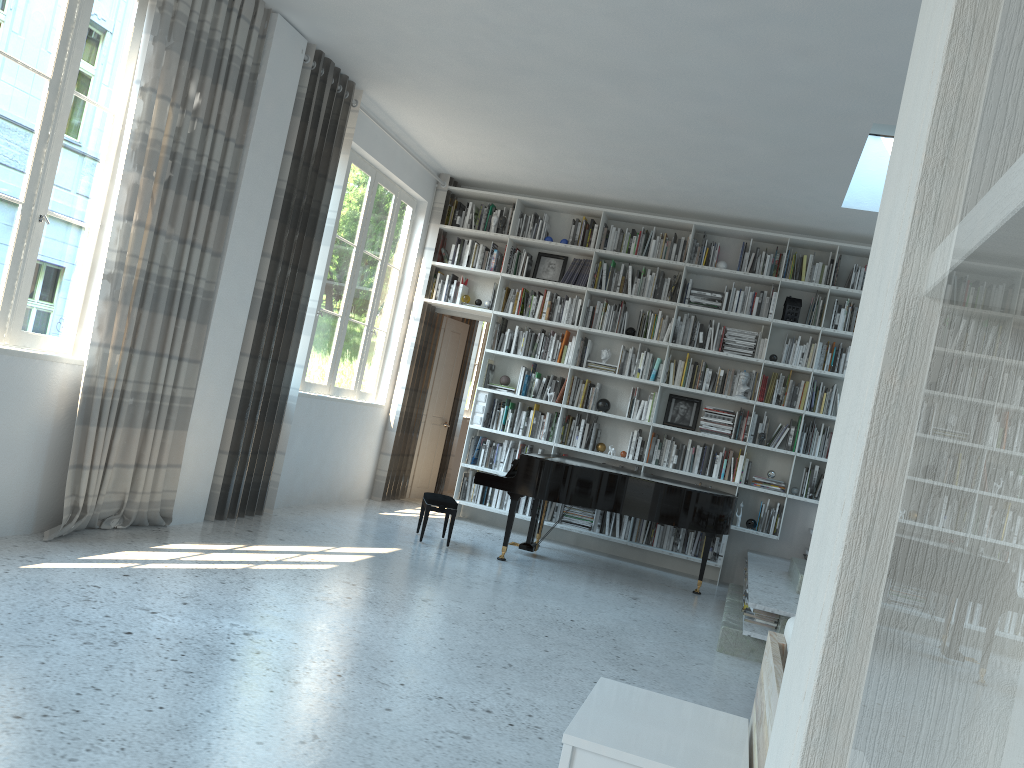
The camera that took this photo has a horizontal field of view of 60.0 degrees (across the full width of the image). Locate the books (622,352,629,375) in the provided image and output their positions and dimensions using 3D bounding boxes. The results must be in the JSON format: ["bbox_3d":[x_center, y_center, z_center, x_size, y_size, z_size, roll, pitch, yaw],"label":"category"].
[{"bbox_3d":[1.068,-0.175,8.275,0.024,0.227,0.137,12,-1,15],"label":"books"}]

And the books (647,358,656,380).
[{"bbox_3d":[1.291,-0.125,8.210,0.026,0.219,0.150,12,-1,15],"label":"books"}]

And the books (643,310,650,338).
[{"bbox_3d":[1.257,-0.538,8.235,0.005,0.275,0.157,12,-1,15],"label":"books"}]

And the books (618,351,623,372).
[{"bbox_3d":[1.021,-0.187,8.278,0.010,0.232,0.154,12,-1,15],"label":"books"}]

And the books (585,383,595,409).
[{"bbox_3d":[0.734,0.122,8.342,0.028,0.247,0.142,12,-1,15],"label":"books"}]

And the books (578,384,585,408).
[{"bbox_3d":[0.664,0.117,8.344,0.025,0.228,0.153,12,-1,15],"label":"books"}]

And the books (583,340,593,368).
[{"bbox_3d":[0.716,-0.273,8.362,0.021,0.278,0.136,12,-1,15],"label":"books"}]

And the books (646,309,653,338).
[{"bbox_3d":[1.278,-0.540,8.241,0.033,0.287,0.155,12,-1,15],"label":"books"}]

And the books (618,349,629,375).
[{"bbox_3d":[1.037,-0.192,8.255,0.030,0.247,0.174,12,-1,15],"label":"books"}]

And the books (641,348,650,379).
[{"bbox_3d":[1.234,-0.179,8.206,0.011,0.300,0.178,12,-1,15],"label":"books"}]

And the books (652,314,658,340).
[{"bbox_3d":[1.331,-0.512,8.208,0.006,0.253,0.180,12,-1,15],"label":"books"}]

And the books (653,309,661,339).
[{"bbox_3d":[1.342,-0.535,8.209,0.006,0.303,0.165,12,-1,15],"label":"books"}]

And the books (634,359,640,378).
[{"bbox_3d":[1.173,-0.134,8.240,0.025,0.189,0.140,12,-1,15],"label":"books"}]

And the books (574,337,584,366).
[{"bbox_3d":[0.638,-0.292,8.389,0.012,0.285,0.159,12,-1,15],"label":"books"}]

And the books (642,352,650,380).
[{"bbox_3d":[1.246,-0.156,8.202,0.023,0.260,0.170,12,-1,15],"label":"books"}]

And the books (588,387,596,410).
[{"bbox_3d":[0.761,0.142,8.309,0.028,0.216,0.175,12,-1,15],"label":"books"}]

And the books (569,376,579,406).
[{"bbox_3d":[0.588,0.073,8.366,0.025,0.284,0.145,12,-1,15],"label":"books"}]

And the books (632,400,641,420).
[{"bbox_3d":[1.157,0.241,8.216,0.030,0.183,0.154,12,-1,15],"label":"books"}]

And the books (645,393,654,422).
[{"bbox_3d":[1.276,0.220,8.171,0.027,0.269,0.178,12,-1,15],"label":"books"}]

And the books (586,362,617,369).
[{"bbox_3d":[0.853,-0.172,8.319,0.285,0.012,0.159,11,-2,17],"label":"books"}]

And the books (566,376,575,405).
[{"bbox_3d":[0.562,0.067,8.383,0.012,0.285,0.159,12,-1,15],"label":"books"}]

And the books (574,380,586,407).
[{"bbox_3d":[0.638,0.093,8.349,0.036,0.263,0.166,12,-1,15],"label":"books"}]

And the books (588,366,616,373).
[{"bbox_3d":[0.844,-0.136,8.314,0.254,0.012,0.161,12,-2,11],"label":"books"}]

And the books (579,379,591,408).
[{"bbox_3d":[0.688,0.098,8.318,0.026,0.274,0.190,12,-1,15],"label":"books"}]

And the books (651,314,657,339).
[{"bbox_3d":[1.317,-0.515,8.218,0.017,0.253,0.139,12,-1,15],"label":"books"}]

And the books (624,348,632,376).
[{"bbox_3d":[1.090,-0.191,8.255,0.022,0.267,0.151,12,-1,15],"label":"books"}]

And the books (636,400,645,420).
[{"bbox_3d":[1.194,0.245,8.190,0.057,0.188,0.156,12,-1,15],"label":"books"}]

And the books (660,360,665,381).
[{"bbox_3d":[1.397,-0.103,8.177,0.026,0.217,0.126,12,-1,15],"label":"books"}]

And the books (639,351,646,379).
[{"bbox_3d":[1.217,-0.165,8.201,0.012,0.265,0.193,12,-1,15],"label":"books"}]

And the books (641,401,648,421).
[{"bbox_3d":[1.233,0.253,8.184,0.024,0.188,0.172,12,-1,15],"label":"books"}]

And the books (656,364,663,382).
[{"bbox_3d":[1.368,-0.090,8.181,0.027,0.181,0.142,12,-1,15],"label":"books"}]

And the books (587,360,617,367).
[{"bbox_3d":[0.854,-0.184,8.315,0.285,0.012,0.159,12,-2,11],"label":"books"}]

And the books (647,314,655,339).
[{"bbox_3d":[1.287,-0.517,8.202,0.013,0.243,0.189,12,-1,15],"label":"books"}]

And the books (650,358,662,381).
[{"bbox_3d":[1.327,-0.123,8.176,0.060,0.227,0.179,12,-1,15],"label":"books"}]

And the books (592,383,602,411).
[{"bbox_3d":[0.796,0.125,8.316,0.028,0.266,0.144,12,-1,15],"label":"books"}]

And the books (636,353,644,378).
[{"bbox_3d":[1.199,-0.159,8.215,0.028,0.247,0.170,12,-1,15],"label":"books"}]

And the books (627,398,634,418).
[{"bbox_3d":[1.105,0.228,8.215,0.025,0.186,0.154,12,-1,15],"label":"books"}]

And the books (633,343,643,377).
[{"bbox_3d":[1.167,-0.207,8.232,0.010,0.329,0.173,12,-1,15],"label":"books"}]

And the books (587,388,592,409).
[{"bbox_3d":[0.743,0.143,8.317,0.011,0.208,0.180,12,-1,15],"label":"books"}]

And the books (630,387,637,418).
[{"bbox_3d":[1.136,0.181,8.222,0.011,0.291,0.156,12,-1,15],"label":"books"}]

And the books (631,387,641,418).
[{"bbox_3d":[1.147,0.180,8.216,0.012,0.298,0.166,12,-1,15],"label":"books"}]

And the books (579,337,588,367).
[{"bbox_3d":[0.675,-0.291,8.392,0.011,0.298,0.136,12,-1,15],"label":"books"}]

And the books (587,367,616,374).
[{"bbox_3d":[0.844,-0.123,8.322,0.254,0.012,0.161,12,-2,15],"label":"books"}]

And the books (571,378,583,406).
[{"bbox_3d":[0.612,0.082,8.364,0.026,0.275,0.154,12,-1,15],"label":"books"}]

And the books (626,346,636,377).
[{"bbox_3d":[1.105,-0.198,8.239,0.012,0.286,0.167,12,-1,15],"label":"books"}]

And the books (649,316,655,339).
[{"bbox_3d":[1.306,-0.508,8.233,0.011,0.236,0.130,12,-1,15],"label":"books"}]

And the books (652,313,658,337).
[{"bbox_3d":[1.329,-0.519,8.215,0.004,0.265,0.142,12,-1,15],"label":"books"}]

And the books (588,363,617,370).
[{"bbox_3d":[0.850,-0.160,8.317,0.254,0.012,0.161,12,-2,12],"label":"books"}]

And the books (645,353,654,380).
[{"bbox_3d":[1.272,-0.148,8.216,0.022,0.256,0.152,12,-1,15],"label":"books"}]

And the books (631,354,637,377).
[{"bbox_3d":[1.131,-0.161,8.247,0.048,0.224,0.149,12,-1,15],"label":"books"}]

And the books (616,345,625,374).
[{"bbox_3d":[1.013,-0.216,8.268,0.012,0.285,0.159,12,-1,15],"label":"books"}]

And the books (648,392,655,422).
[{"bbox_3d":[1.293,0.219,8.157,0.011,0.279,0.187,12,-1,15],"label":"books"}]

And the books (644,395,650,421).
[{"bbox_3d":[1.254,0.228,8.170,0.012,0.244,0.171,12,-1,15],"label":"books"}]

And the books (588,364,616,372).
[{"bbox_3d":[0.846,-0.148,8.312,0.254,0.012,0.161,12,-2,10],"label":"books"}]

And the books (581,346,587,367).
[{"bbox_3d":[0.685,-0.244,8.374,0.034,0.209,0.136,12,-1,15],"label":"books"}]

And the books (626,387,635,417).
[{"bbox_3d":[1.099,0.176,8.225,0.012,0.285,0.159,12,-1,15],"label":"books"}]

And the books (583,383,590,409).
[{"bbox_3d":[0.710,0.118,8.332,0.014,0.244,0.153,12,-1,15],"label":"books"}]

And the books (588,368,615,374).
[{"bbox_3d":[0.840,-0.112,8.318,0.285,0.012,0.159,12,-2,13],"label":"books"}]

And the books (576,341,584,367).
[{"bbox_3d":[0.650,-0.276,8.379,0.024,0.257,0.134,12,-1,15],"label":"books"}]
